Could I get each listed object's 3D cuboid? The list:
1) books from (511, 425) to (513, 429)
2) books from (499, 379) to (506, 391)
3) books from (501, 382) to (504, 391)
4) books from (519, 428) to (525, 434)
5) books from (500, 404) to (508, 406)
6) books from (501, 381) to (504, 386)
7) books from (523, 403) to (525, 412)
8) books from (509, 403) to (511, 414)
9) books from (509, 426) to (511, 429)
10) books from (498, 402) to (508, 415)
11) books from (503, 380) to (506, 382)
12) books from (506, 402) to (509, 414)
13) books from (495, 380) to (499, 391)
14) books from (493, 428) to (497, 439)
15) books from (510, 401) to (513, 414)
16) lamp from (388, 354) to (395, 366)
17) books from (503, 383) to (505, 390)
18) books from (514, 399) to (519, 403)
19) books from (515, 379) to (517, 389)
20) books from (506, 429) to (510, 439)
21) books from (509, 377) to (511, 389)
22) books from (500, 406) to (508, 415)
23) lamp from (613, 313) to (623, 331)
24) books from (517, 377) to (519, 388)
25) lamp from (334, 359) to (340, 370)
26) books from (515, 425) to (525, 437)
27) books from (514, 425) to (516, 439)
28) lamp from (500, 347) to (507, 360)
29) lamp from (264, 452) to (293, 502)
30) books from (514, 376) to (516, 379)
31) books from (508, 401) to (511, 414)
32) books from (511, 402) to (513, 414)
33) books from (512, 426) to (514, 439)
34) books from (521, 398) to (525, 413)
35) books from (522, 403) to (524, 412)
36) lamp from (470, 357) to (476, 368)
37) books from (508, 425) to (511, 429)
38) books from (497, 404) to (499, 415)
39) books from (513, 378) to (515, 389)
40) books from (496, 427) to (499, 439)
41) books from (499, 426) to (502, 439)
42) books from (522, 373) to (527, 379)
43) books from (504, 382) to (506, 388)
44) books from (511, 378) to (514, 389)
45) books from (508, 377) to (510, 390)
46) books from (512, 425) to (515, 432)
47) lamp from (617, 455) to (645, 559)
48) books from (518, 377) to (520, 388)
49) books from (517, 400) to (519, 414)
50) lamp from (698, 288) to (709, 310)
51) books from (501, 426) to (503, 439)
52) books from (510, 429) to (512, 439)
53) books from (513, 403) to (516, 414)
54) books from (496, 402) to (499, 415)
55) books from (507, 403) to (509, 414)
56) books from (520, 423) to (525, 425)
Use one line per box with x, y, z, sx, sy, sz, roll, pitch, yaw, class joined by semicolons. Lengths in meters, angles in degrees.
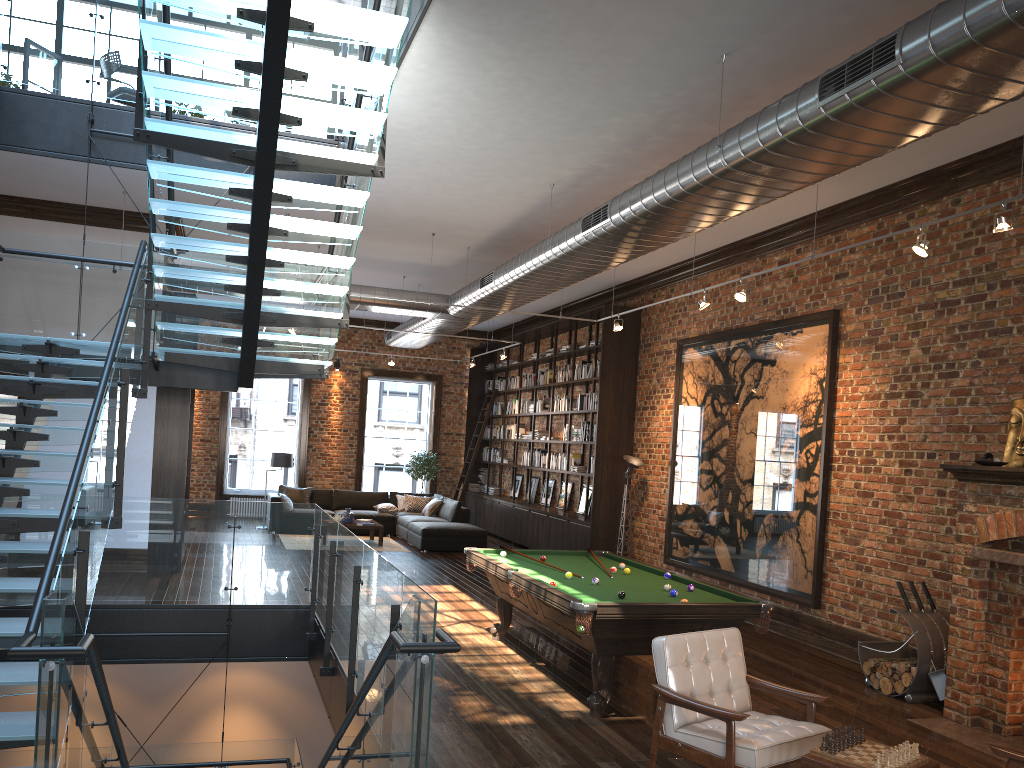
0.058;0.999;18.228;0.159;0.285;0.014;4;1;-18;books
-0.169;0.031;18.987;0.191;0.280;0.017;4;1;-18;books
-0.139;0.061;18.914;0.173;0.214;0.024;4;1;-18;books
0.189;1.003;17.795;0.148;0.232;0.036;4;1;-18;books
-0.171;0.552;18.947;0.166;0.250;0.079;4;0;-18;books
-0.139;0.059;18.935;0.181;0.220;0.014;4;1;-18;books
0.307;0.488;17.490;0.161;0.223;0.025;4;1;-18;books
0.040;0.504;18.370;0.174;0.286;0.091;4;0;-18;books
0.014;1.012;18.302;0.178;0.264;0.041;4;1;-18;books
-0.191;0.538;19.016;0.191;0.281;0.006;4;1;-18;books
-0.133;0.044;18.952;0.129;0.253;0.014;4;1;-18;books
-0.016;0.516;18.512;0.174;0.280;0.128;4;0;-18;books
-0.251;0.054;19.185;0.235;0.252;0.028;4;1;-18;books
-0.300;1.076;19.184;0.232;0.225;0.024;4;1;-18;books
0.051;0.499;18.291;0.174;0.286;0.091;4;0;-18;books
-2.425;-0.488;17.896;0.113;0.230;0.114;3;0;41;lamp
-0.110;0.070;18.870;0.171;0.195;0.083;4;0;-18;books
0.115;0.471;18.061;0.171;0.315;0.013;4;1;-18;books
0.152;0.015;17.995;0.179;0.208;0.033;4;1;-18;books
0.002;1.039;18.253;0.236;0.202;0.046;4;0;-18;books
0.036;0.004;18.396;0.184;0.275;0.013;4;1;-18;books
-0.174;0.570;18.925;0.186;0.210;0.069;4;0;-18;books
1.316;-0.759;10.962;0.113;0.230;0.114;3;0;-4;lamp
0.180;-0.014;17.962;0.160;0.264;0.011;4;1;-18;books
-3.745;-0.413;19.023;0.126;0.237;0.155;4;-1;-18;lamp
0.158;0.976;17.839;0.189;0.287;0.013;4;1;-18;books
0.144;0.978;17.903;0.177;0.292;0.013;4;1;-18;books
-0.140;-0.528;15.415;0.114;0.230;0.113;4;0;-42;lamp
-4.512;2.032;16.795;0.686;1.467;0.420;3;0;12;lamp
0.115;-0.010;18.205;0.159;0.285;0.014;4;1;-18;books
0.009;0.507;18.401;0.174;0.283;0.113;4;0;-18;books
0.063;0.508;18.206;0.175;0.256;0.027;4;1;-18;books
0.099;0.996;17.994;0.189;0.263;0.010;4;1;-18;books
0.270;0.448;17.589;0.183;0.314;0.013;4;1;-18;books
0.294;0.492;17.517;0.183;0.218;0.034;4;1;-18;books
-0.759;-0.428;17.323;0.113;0.230;0.114;3;0;21;lamp
0.007;1.001;18.335;0.169;0.290;0.026;4;1;-18;books
-0.222;0.557;19.062;0.189;0.246;0.005;4;1;-18;books
0.106;0.011;18.178;0.156;0.238;0.033;4;1;-18;books
-0.253;1.055;19.125;0.180;0.263;0.015;4;1;-18;books
-0.194;1.038;18.929;0.164;0.278;0.013;4;1;-18;books
0.276;-0.053;17.693;0.166;0.316;0.016;4;1;-18;books
-0.095;0.067;18.858;0.136;0.202;0.085;4;0;-18;books
0.078;0.008;18.281;0.178;0.254;0.036;4;1;-18;books
0.008;0.006;18.487;0.188;0.280;0.028;4;1;-18;books
0.093;0.988;18.038;0.184;0.284;0.011;4;1;-18;books
1.650;1.918;12.510;0.425;1.827;0.505;3;0;-13;lamp
0.223;-0.015;17.818;0.183;0.252;0.015;4;1;-18;books
0.185;0.475;17.845;0.178;0.286;0.087;4;0;-18;books
1.956;-0.860;8.999;0.114;0.230;0.113;4;0;-39;lamp
-0.132;1.033;18.775;0.180;0.273;0.016;4;1;-18;books
0.044;1.035;18.208;0.186;0.208;0.017;4;1;-18;books
0.121;0.507;18.039;0.181;0.242;0.035;4;1;-18;books
-0.242;0.539;19.155;0.184;0.293;0.006;4;1;-18;books
-0.008;0.513;18.460;0.174;0.280;0.128;4;0;-18;books
0.174;0.957;17.865;0.161;0.331;0.006;3;1;-18;books
